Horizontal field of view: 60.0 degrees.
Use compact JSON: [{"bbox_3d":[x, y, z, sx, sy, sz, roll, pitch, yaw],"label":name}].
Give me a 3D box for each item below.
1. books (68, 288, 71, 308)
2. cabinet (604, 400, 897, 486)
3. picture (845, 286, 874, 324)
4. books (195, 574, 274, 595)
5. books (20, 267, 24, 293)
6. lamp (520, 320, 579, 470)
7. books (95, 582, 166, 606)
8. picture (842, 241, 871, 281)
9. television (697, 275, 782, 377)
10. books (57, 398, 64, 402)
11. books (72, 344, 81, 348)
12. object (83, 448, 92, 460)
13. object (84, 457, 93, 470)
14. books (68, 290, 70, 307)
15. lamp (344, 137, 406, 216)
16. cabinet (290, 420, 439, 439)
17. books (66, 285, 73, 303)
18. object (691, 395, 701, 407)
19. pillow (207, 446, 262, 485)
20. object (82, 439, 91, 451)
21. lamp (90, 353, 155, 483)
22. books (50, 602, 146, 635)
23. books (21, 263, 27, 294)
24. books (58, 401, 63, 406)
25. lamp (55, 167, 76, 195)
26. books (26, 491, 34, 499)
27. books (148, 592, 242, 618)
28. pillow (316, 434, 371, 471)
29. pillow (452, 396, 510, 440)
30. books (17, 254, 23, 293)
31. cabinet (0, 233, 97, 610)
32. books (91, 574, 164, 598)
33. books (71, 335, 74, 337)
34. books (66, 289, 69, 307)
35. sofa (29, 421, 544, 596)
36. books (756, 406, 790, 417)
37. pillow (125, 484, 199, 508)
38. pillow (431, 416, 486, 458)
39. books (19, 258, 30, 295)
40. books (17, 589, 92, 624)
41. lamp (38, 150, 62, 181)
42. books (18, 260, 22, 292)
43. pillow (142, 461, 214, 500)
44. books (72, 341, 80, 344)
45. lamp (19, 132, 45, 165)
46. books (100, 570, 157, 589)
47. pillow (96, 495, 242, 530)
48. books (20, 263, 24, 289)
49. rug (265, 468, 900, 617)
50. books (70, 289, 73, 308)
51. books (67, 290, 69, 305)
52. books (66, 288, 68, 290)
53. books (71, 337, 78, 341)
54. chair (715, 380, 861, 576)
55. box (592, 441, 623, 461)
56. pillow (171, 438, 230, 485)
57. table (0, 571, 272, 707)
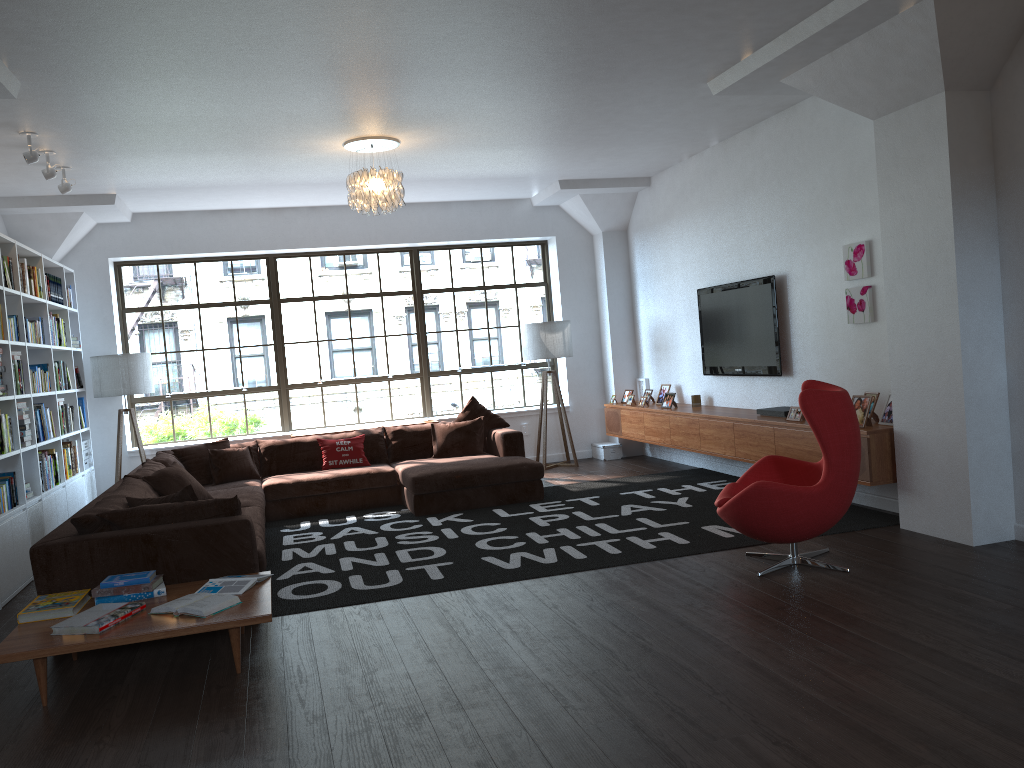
[{"bbox_3d":[-4.206,-0.793,8.296,0.136,0.196,0.045,-5,2,-15],"label":"books"},{"bbox_3d":[1.857,0.413,7.786,0.459,0.350,4.501,-5,2,-15],"label":"cabinet"},{"bbox_3d":[2.427,-0.551,6.194,0.030,0.250,0.250,-5,2,-15],"label":"picture"},{"bbox_3d":[-1.374,0.976,4.382,0.256,0.035,0.350,-4,2,10],"label":"books"},{"bbox_3d":[-3.760,-0.771,6.664,0.144,0.207,0.048,-5,2,-15],"label":"books"},{"bbox_3d":[0.428,0.116,9.695,0.545,1.579,0.545,-5,2,-4],"label":"lamp"},{"bbox_3d":[-1.859,1.019,4.319,0.312,0.037,0.216,-6,2,-25],"label":"books"},{"bbox_3d":[2.402,-0.857,6.182,0.030,0.250,0.250,-5,2,-15],"label":"picture"},{"bbox_3d":[1.954,-0.476,7.731,0.013,0.816,1.324,-5,2,-15],"label":"television"},{"bbox_3d":[-3.909,0.144,7.451,0.224,0.030,0.161,-5,2,-5],"label":"books"},{"bbox_3d":[-4.181,-0.339,8.203,0.284,0.035,0.197,-4,2,15],"label":"books"},{"bbox_3d":[-4.111,0.674,8.238,0.331,0.088,0.410,-5,2,-15],"label":"object"},{"bbox_3d":[-4.103,0.761,8.242,0.331,0.088,0.410,-5,2,-15],"label":"object"},{"bbox_3d":[-4.186,-0.784,8.246,0.128,0.178,0.022,-5,2,-15],"label":"books"},{"bbox_3d":[-1.061,-1.589,6.860,0.441,0.539,0.442,-4,3,27],"label":"lamp"},{"bbox_3d":[-1.523,0.771,9.345,1.520,0.625,0.350,-5,2,-15],"label":"cabinet"},{"bbox_3d":[-4.231,-0.812,8.374,0.140,0.231,0.042,-5,2,-15],"label":"books"},{"bbox_3d":[1.763,0.162,8.481,0.089,0.110,0.089,-3,3,30],"label":"object"},{"bbox_3d":[-2.527,0.725,7.992,0.238,0.337,0.489,-3,3,44],"label":"pillow"},{"bbox_3d":[-4.125,0.587,8.233,0.316,0.088,0.410,-5,2,-15],"label":"object"},{"bbox_3d":[-3.743,0.502,8.661,0.545,1.579,0.545,-6,2,-26],"label":"lamp"},{"bbox_3d":[-1.820,1.032,3.913,0.236,0.035,0.340,-4,2,10],"label":"books"},{"bbox_3d":[-3.797,-0.791,6.747,0.171,0.246,0.057,-5,2,-15],"label":"books"},{"bbox_3d":[-3.904,0.173,7.445,0.223,0.031,0.161,-5,2,-15],"label":"books"},{"bbox_3d":[-3.437,-1.562,6.822,0.120,0.211,0.111,-7,3,-41],"label":"lamp"},{"bbox_3d":[-3.601,0.811,6.344,0.284,0.035,0.197,-5,2,-15],"label":"books"},{"bbox_3d":[-1.431,0.995,4.010,0.342,0.040,0.231,-4,2,25],"label":"books"},{"bbox_3d":[-1.593,0.648,8.395,0.465,0.308,0.220,-6,2,-19],"label":"pillow"},{"bbox_3d":[-0.377,0.414,8.773,0.651,0.587,0.335,-6,3,-36],"label":"pillow"},{"bbox_3d":[-3.745,-0.816,6.620,0.140,0.298,0.044,-5,2,-15],"label":"books"},{"bbox_3d":[-3.691,0.173,6.253,0.461,2.414,4.500,-5,2,-15],"label":"cabinet"},{"bbox_3d":[-1.868,0.983,4.320,0.279,0.035,0.191,-5,2,-5],"label":"books"},{"bbox_3d":[-4.189,-0.434,8.198,0.204,0.025,0.144,-4,2,15],"label":"books"},{"bbox_3d":[-4.182,-0.785,8.198,0.134,0.184,0.030,-5,2,-15],"label":"books"},{"bbox_3d":[-1.254,0.827,6.825,3.481,0.664,4.197,-5,2,-15],"label":"sofa"},{"bbox_3d":[2.146,0.222,6.992,0.250,0.053,0.400,-5,2,-15],"label":"books"},{"bbox_3d":[-1.943,0.766,5.093,0.559,0.411,0.269,-3,3,31],"label":"pillow"},{"bbox_3d":[-0.524,0.517,8.563,0.542,0.362,0.248,-5,2,6],"label":"pillow"},{"bbox_3d":[-3.824,-0.814,6.825,0.176,0.290,0.053,-5,2,-15],"label":"books"},{"bbox_3d":[-2.149,1.044,4.178,0.241,0.045,0.334,-5,2,-14],"label":"books"},{"bbox_3d":[-3.300,-1.554,6.322,0.111,0.211,0.120,-3,3,34],"label":"lamp"},{"bbox_3d":[-3.747,-0.789,6.567,0.189,0.247,0.057,-5,2,-15],"label":"books"},{"bbox_3d":[-2.424,0.775,6.442,0.325,0.391,0.625,-5,2,1],"label":"pillow"},{"bbox_3d":[-4.183,-0.373,8.202,0.284,0.033,0.197,-5,2,0],"label":"books"},{"bbox_3d":[-3.166,-1.546,5.834,0.111,0.211,0.120,-4,2,19],"label":"lamp"},{"bbox_3d":[-1.865,0.952,4.318,0.224,0.027,0.157,-5,2,-10],"label":"books"},{"bbox_3d":[-1.833,0.808,4.848,0.750,0.364,0.289,-5,2,-16],"label":"pillow"},{"bbox_3d":[-3.788,-0.788,6.701,0.159,0.241,0.038,-5,2,-15],"label":"books"},{"bbox_3d":[0.211,1.041,6.703,4.200,0.007,3.100,-5,2,-14],"label":"rug"},{"bbox_3d":[-4.214,-0.791,8.337,0.139,0.191,0.036,-5,2,-15],"label":"books"},{"bbox_3d":[-4.182,-0.783,8.225,0.128,0.178,0.021,-5,2,-15],"label":"books"},{"bbox_3d":[-4.199,-0.794,8.264,0.127,0.200,0.020,-5,2,-15],"label":"books"},{"bbox_3d":[-4.183,-0.406,8.197,0.254,0.032,0.174,-4,2,20],"label":"books"},{"bbox_3d":[1.530,0.499,4.961,0.801,1.006,0.798,-4,2,10],"label":"chair"},{"bbox_3d":[1.077,0.759,10.050,0.228,0.165,0.368,-5,2,-15],"label":"box"},{"bbox_3d":[-2.738,0.722,8.034,0.580,0.418,0.334,-7,3,-42],"label":"pillow"},{"bbox_3d":[-1.665,1.167,4.086,1.100,0.271,0.853,-5,2,-15],"label":"table"}]
